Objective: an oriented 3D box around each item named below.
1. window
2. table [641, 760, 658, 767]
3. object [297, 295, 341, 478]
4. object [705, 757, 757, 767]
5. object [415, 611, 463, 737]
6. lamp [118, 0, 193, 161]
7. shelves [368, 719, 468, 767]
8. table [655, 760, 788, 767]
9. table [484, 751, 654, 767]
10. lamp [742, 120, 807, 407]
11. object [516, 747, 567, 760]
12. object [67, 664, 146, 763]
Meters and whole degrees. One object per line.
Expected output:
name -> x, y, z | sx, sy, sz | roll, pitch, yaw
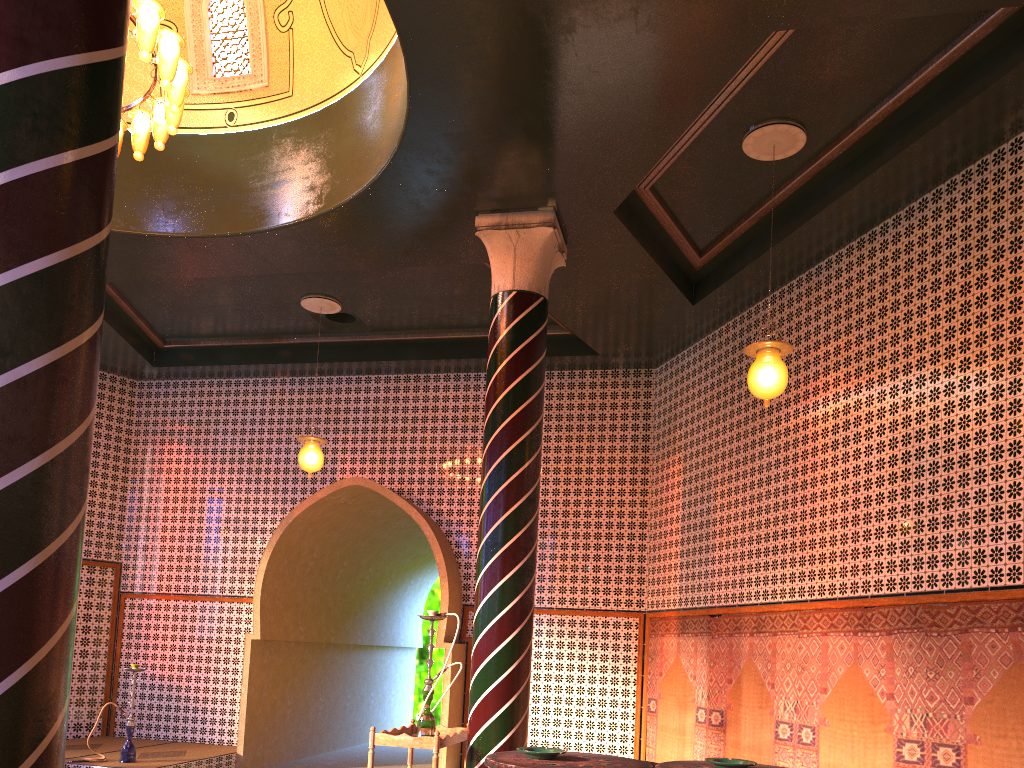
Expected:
window -> -3.636, -4.548, 6.260 | 5.631, 1.134, 5.851 | 17, -22, -39
table -> 1.104, 4.091, 8.633 | 0.838, 0.574, 0.873 | -1, -14, 14
object -> -2.553, 0.073, 11.214 | 0.519, 2.272, 0.530 | 3, -5, 2
object -> 1.068, 1.863, 4.217 | 0.255, 0.044, 0.257 | 13, -20, -31
object -> -0.739, 2.860, 8.494 | 0.462, 1.229, 0.305 | 1, -6, 21
lamp -> -3.520, -4.453, 6.361 | 2.469, 4.513, 2.543 | 0, -8, 20
shelves -> -0.871, 3.891, 8.217 | 0.745, 1.260, 1.229 | 1, -11, 14
table -> 1.094, 2.159, 4.141 | 0.856, 0.575, 0.855 | 13, -17, -37
table -> 0.268, 2.151, 4.247 | 0.856, 0.575, 0.855 | 13, -17, -37
lamp -> 2.160, -0.942, 7.209 | 0.519, 2.272, 0.530 | 3, -5, 2
object -> 0.146, 1.844, 4.299 | 0.251, 0.044, 0.260 | -6, -19, 27
object -> -5.175, 4.225, 11.100 | 0.840, 1.238, 0.360 | 5, -6, -16
